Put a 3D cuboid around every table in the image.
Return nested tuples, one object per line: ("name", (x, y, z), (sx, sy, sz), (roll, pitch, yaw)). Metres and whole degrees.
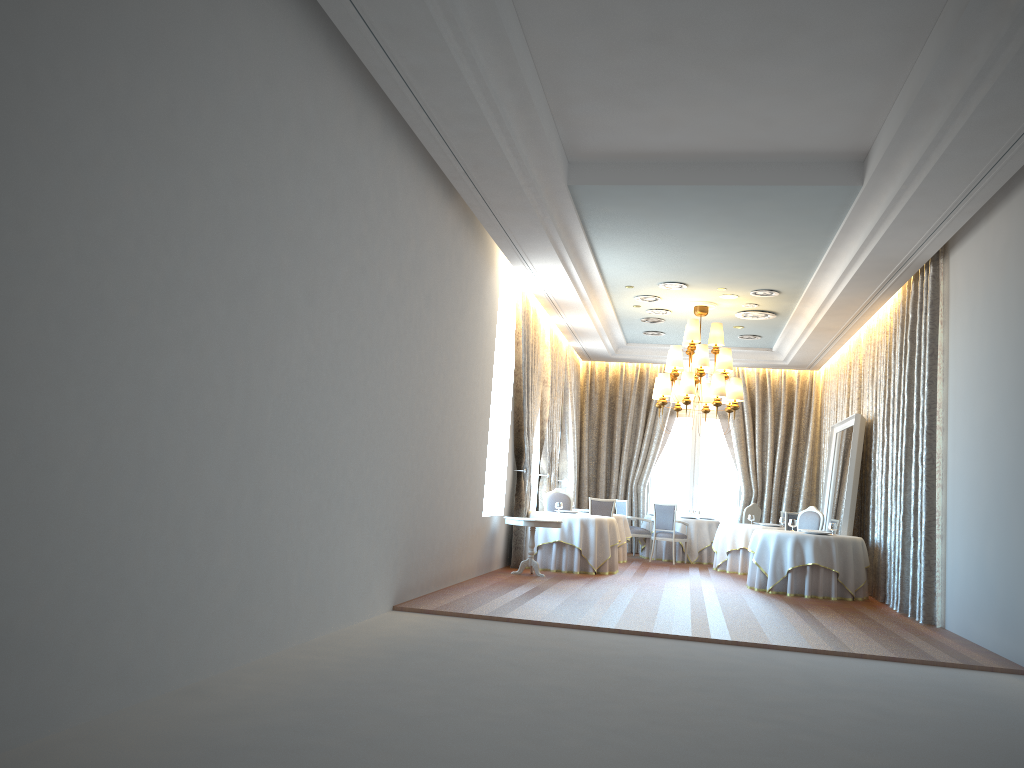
("table", (4.196, 2.564, 12.606), (1.663, 0.890, 1.667), (4, -7, 0))
("table", (1.355, 2.800, 16.299), (1.667, 0.890, 1.663), (4, -7, 5))
("table", (4.408, 2.946, 15.664), (1.663, 0.890, 1.667), (1, -8, 25))
("table", (0.847, 2.457, 13.732), (1.663, 0.890, 1.667), (4, -7, 0))
("table", (3.390, 3.118, 17.718), (1.667, 0.890, 1.663), (0, -8, 30))
("table", (0.276, 2.272, 12.267), (0.761, 0.801, 0.760), (10, -9, -39))

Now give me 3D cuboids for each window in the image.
("window", (3.978, 1.295, 19.201), (1.881, 3.306, 0.196), (3, -7, 11))

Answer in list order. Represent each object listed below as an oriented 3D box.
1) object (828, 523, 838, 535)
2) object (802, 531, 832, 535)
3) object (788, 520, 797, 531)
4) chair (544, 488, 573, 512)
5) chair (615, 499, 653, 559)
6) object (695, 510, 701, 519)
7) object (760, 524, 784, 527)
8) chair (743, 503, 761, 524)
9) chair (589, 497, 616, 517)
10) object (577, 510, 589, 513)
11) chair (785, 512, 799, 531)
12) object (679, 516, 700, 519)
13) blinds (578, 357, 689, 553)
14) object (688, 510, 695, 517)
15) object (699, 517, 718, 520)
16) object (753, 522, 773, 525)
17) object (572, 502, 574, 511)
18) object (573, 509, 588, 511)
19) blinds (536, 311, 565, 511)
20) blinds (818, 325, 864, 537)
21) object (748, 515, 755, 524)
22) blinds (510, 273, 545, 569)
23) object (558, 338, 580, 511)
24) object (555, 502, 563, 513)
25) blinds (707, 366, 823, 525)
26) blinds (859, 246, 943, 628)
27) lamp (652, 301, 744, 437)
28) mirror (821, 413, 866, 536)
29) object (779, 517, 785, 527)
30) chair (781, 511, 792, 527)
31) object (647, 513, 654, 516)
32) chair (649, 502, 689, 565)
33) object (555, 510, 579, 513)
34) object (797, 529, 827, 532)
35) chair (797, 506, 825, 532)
("object", (4.486, 2.028, 12.401), (0.128, 0.165, 0.128), (3, -7, 11))
("object", (4.199, 2.049, 12.213), (0.419, 0.036, 0.419), (3, -7, 10))
("object", (4.102, 2.066, 12.952), (0.128, 0.165, 0.128), (-2, -9, 41))
("chair", (0.820, 2.335, 14.586), (0.563, 1.233, 0.690), (6, -7, -13))
("chair", (2.373, 2.854, 17.506), (0.629, 1.108, 0.650), (7, -7, -23))
("object", (3.768, 2.649, 18.026), (0.128, 0.165, 0.128), (3, -7, 11))
("object", (4.485, 2.442, 15.325), (0.419, 0.036, 0.419), (3, -7, 10))
("chair", (4.370, 2.890, 17.077), (0.563, 1.233, 0.690), (10, -9, -38))
("chair", (1.422, 2.513, 15.229), (0.650, 1.108, 0.629), (6, -7, -13))
("object", (1.362, 2.284, 15.890), (0.419, 0.036, 0.419), (3, -7, 10))
("chair", (4.537, 2.673, 14.683), (0.650, 1.108, 0.629), (6, -7, -18))
("object", (3.454, 2.607, 17.324), (0.419, 0.036, 0.419), (3, -7, 10))
("blinds", (2.447, 1.205, 19.090), (2.535, 4.901, 0.386), (3, -7, 12))
("object", (3.571, 2.588, 17.636), (0.128, 0.165, 0.128), (3, -7, 11))
("object", (3.897, 2.686, 17.718), (0.419, 0.036, 0.419), (3, -7, 10))
("object", (4.603, 2.547, 16.129), (0.419, 0.036, 0.419), (3, -7, 10))
("object", (1.103, 2.289, 16.628), (0.128, 0.165, 0.128), (3, -7, 11))
("object", (1.335, 2.393, 16.815), (0.419, 0.036, 0.419), (3, -7, 10))
("blinds", (0.749, 0.731, 16.158), (0.335, 4.969, 2.257), (3, -7, 12))
("blinds", (5.958, 1.099, 16.229), (0.238, 4.819, 4.439), (3, -7, 12))
("object", (4.325, 2.449, 16.019), (0.128, 0.165, 0.128), (3, -7, 11))
("blinds", (0.259, 0.409, 13.770), (0.315, 4.930, 2.204), (3, -7, 11))
("object", (1.222, 1.065, 18.270), (0.386, 4.901, 2.121), (3, -7, 11))
("object", (0.737, 1.939, 13.922), (0.128, 0.165, 0.128), (5, -7, -6))
("blinds", (5.261, 1.340, 18.518), (2.476, 4.901, 0.386), (3, -7, 11))
("blinds", (5.128, 0.530, 11.975), (0.238, 4.819, 4.439), (3, -7, 12))
("lamp", (2.977, -0.238, 14.163), (1.373, 2.121, 1.373), (10, -9, -41))
("mirror", (5.155, 1.848, 14.023), (0.385, 2.564, 2.251), (3, -7, 11))
("object", (4.747, 2.422, 15.540), (0.128, 0.165, 0.128), (3, -7, 11))
("chair", (5.220, 2.967, 16.725), (0.650, 1.108, 0.629), (0, -8, 31))
("object", (2.912, 2.616, 17.729), (0.419, 0.036, 0.419), (3, -7, 10))
("chair", (2.926, 2.792, 16.650), (0.650, 1.108, 0.629), (1, -8, 26))
("object", (0.891, 2.047, 14.198), (0.419, 0.036, 0.419), (3, -7, 10))
("object", (4.415, 2.165, 13.051), (0.419, 0.036, 0.419), (3, -7, 10))
("chair", (4.337, 2.463, 13.529), (0.690, 1.233, 0.563), (8, -8, -28))
